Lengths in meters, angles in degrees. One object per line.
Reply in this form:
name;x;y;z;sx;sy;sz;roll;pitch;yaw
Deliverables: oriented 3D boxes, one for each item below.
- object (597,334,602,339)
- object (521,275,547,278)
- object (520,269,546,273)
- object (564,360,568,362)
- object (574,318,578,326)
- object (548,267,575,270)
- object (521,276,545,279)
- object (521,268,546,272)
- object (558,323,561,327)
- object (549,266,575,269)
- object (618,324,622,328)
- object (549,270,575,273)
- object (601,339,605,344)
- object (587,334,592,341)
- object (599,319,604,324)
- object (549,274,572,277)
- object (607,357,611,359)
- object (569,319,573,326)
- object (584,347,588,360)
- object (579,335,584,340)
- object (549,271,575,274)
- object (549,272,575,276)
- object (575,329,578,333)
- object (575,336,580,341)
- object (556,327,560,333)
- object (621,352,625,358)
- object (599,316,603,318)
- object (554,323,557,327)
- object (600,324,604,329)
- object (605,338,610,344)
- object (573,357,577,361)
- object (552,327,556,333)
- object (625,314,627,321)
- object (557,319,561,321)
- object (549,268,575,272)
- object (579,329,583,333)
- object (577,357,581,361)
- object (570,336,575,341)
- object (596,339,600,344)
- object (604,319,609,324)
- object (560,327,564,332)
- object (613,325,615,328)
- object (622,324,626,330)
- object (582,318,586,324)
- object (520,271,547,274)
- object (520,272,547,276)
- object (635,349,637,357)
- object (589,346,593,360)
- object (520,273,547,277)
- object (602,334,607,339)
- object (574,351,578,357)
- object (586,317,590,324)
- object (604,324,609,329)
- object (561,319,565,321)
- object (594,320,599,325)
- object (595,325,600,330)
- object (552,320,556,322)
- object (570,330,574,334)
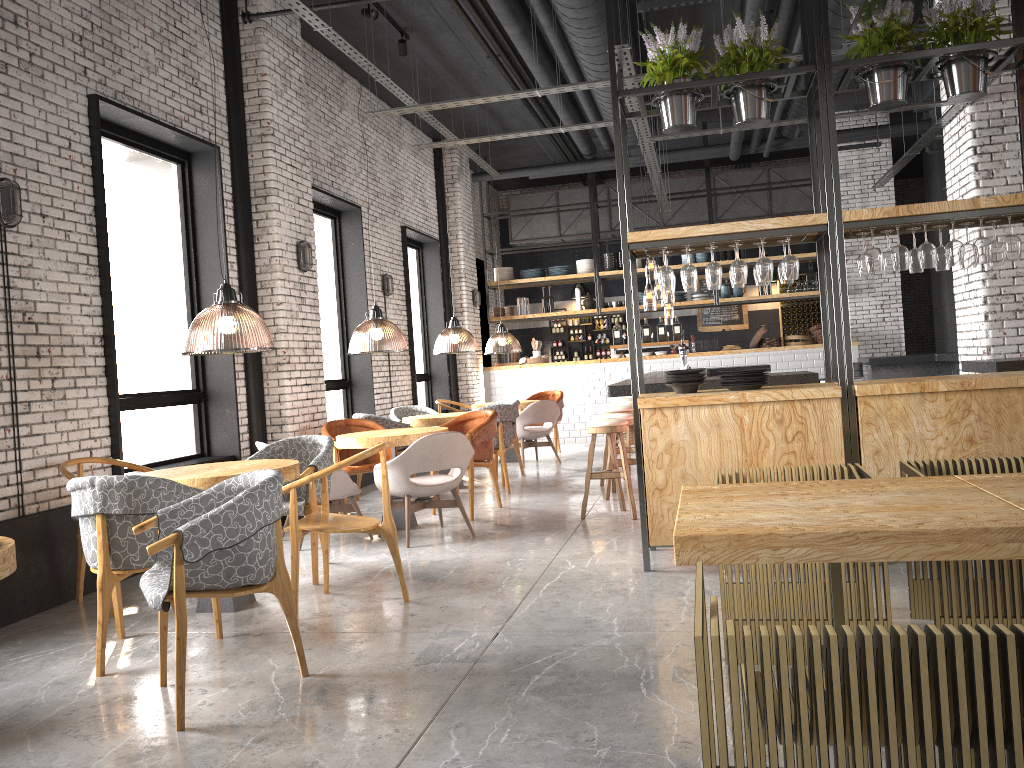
object;1.771;-0.958;17.907;0.090;0.101;0.111;-4;1;-21
object;0.371;-1.818;15.137;0.454;0.043;0.454;-4;1;15
object;0.364;-1.912;15.136;0.453;0.047;0.454;-4;1;10
object;1.099;-0.433;18.062;0.090;0.101;0.111;-4;1;-21
object;1.301;-1.261;17.978;0.079;0.156;0.079;-4;0;-3
object;0.841;-1.943;15.030;0.454;0.050;0.453;-4;1;-12
object;0.374;-1.793;15.136;0.454;0.033;0.454;-4;1;21
object;0.363;-1.936;15.135;0.454;0.050;0.454;-3;1;26
object;0.969;-1.200;18.051;0.070;0.083;0.071;-4;0;37
object;0.840;-1.966;15.031;0.454;0.039;0.454;-3;1;32
object;2.159;-1.137;17.791;0.076;0.111;0.076;-4;0;-13
object;0.845;-1.895;15.031;0.454;0.038;0.454;-4;1;14
object;1.833;-0.861;17.895;0.090;0.101;0.111;-4;1;-21
object;1.574;-0.944;17.945;0.100;0.139;0.088;-4;0;13
object;1.815;-1.259;17.879;0.089;0.108;0.106;-4;1;-27
object;0.849;-1.824;15.031;0.454;0.033;0.454;-4;1;21
object;1.960;-0.492;17.858;0.089;0.108;0.106;-4;1;-27
object;1.195;-1.254;18.001;0.079;0.156;0.079;-4;0;42
object;1.501;-0.617;17.960;0.079;0.281;0.079;-4;0;21
object;1.418;-0.940;17.972;0.092;0.108;0.105;-4;0;24
object;0.846;-1.872;15.031;0.454;0.042;0.454;-4;1;-27
object;0.849;-1.849;15.032;0.454;0.045;0.454;-4;1;-13
object;1.310;-1.067;17.978;0.071;0.083;0.071;-4;0;2
object;1.328;-0.935;17.991;0.089;0.108;0.106;-4;1;-27
object;0.940;-1.102;18.059;0.076;0.111;0.076;-4;0;32
object;2.223;-0.570;17.808;0.100;0.139;0.088;-4;0;13
object;1.787;-1.414;17.869;0.079;0.156;0.079;-4;0;-43
object;0.889;-1.195;18.069;0.071;0.083;0.071;-4;0;2
object;1.818;-1.159;17.880;0.092;0.112;0.100;-4;0;-1
object;1.929;-0.872;17.863;0.092;0.112;0.100;-4;0;-1
object;1.273;-0.494;17.995;0.076;0.111;0.076;-4;0;-13
object;0.860;-1.096;18.077;0.076;0.111;0.076;-4;0;22
object;2.309;-1.412;17.774;0.079;0.281;0.079;-4;0;-14
object;0.947;-1.337;18.076;0.081;0.113;0.071;-4;0;13
object;0.843;-1.919;15.032;0.454;0.037;0.454;-5;1;-33
object;1.394;-1.073;17.959;0.071;0.083;0.071;-4;0;2
object;1.353;-0.499;17.979;0.076;0.111;0.076;-4;0;17
object;1.225;-0.930;18.013;0.092;0.112;0.100;-4;0;-1
object;1.720;-0.858;17.909;0.119;0.111;0.085;-4;0;-19
object;1.904;-1.264;17.860;0.092;0.108;0.105;-4;0;24
object;1.021;-1.107;18.043;0.076;0.111;0.076;-4;0;7
object;2.073;-1.131;17.810;0.076;0.111;0.076;-4;0;37
object;2.248;-1.143;17.772;0.076;0.111;0.076;-4;0;-23
object;1.448;-1.356;17.964;0.079;0.281;0.079;-4;0;16
object;0.367;-1.888;15.136;0.454;0.043;0.454;-4;1;18
object;0.369;-1.864;15.137;0.454;0.038;0.454;-4;1;-11
object;2.454;-0.679;17.752;0.079;0.281;0.079;-4;0;16
object;1.594;-0.623;17.940;0.079;0.281;0.079;-4;0;-19
object;0.369;-1.841;15.136;0.454;0.044;0.454;-4;1;8
object;1.867;-0.964;17.886;0.090;0.101;0.111;-4;1;-21
object;1.305;-0.608;17.990;0.076;0.111;0.076;-4;0;7
object;1.538;-1.362;17.944;0.079;0.281;0.079;-4;0;-9
object;1.911;-1.163;17.861;0.092;0.108;0.105;-4;0;24
object;1.036;-1.343;18.056;0.081;0.113;0.071;-4;0;13
object;1.712;-1.254;17.901;0.092;0.112;0.100;-4;0;-1
object;1.723;-1.151;17.902;0.089;0.108;0.106;-4;1;-27
object;0.852;-1.331;18.097;0.081;0.113;0.071;-4;0;13
object;1.218;-1.061;17.998;0.070;0.083;0.071;-4;0;37
